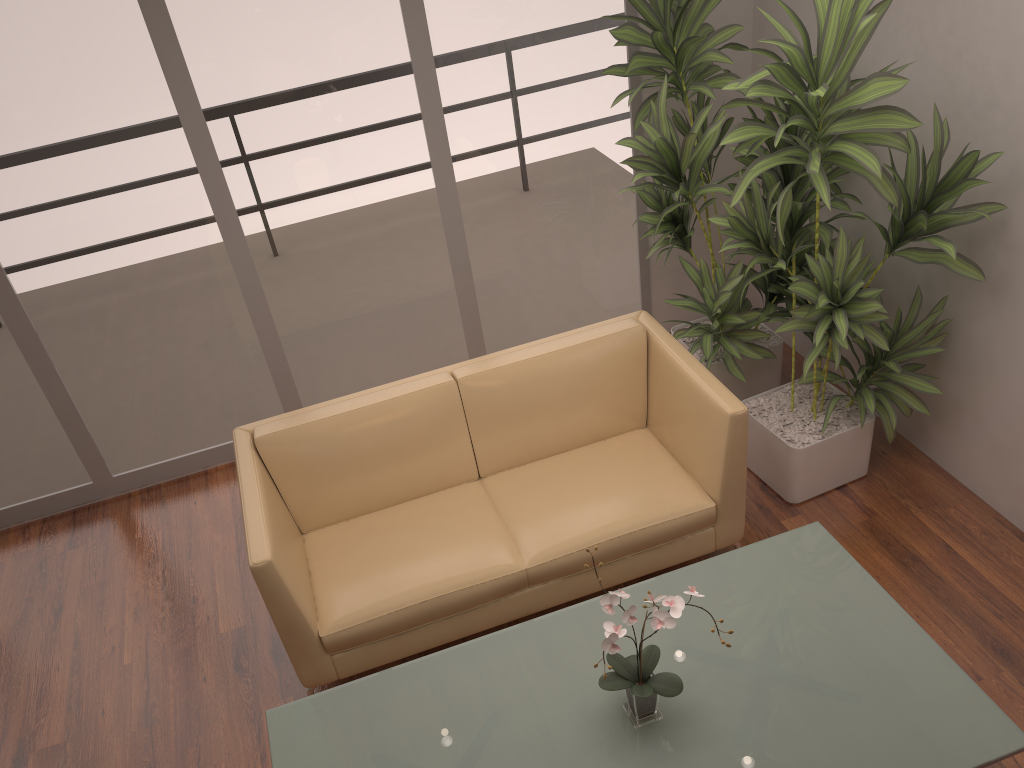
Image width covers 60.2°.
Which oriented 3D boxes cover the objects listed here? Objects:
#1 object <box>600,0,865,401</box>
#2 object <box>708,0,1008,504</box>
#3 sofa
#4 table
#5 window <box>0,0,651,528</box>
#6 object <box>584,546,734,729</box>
[{"bbox_3d":[0.995,-0.848,3.930,1.082,2.201,0.922,-6,35,4],"label":"object"},{"bbox_3d":[1.219,-0.530,3.407,0.967,2.201,1.032,-9,35,0],"label":"object"},{"bbox_3d":[-0.083,0.444,3.504,1.791,0.876,0.845,-17,35,-10],"label":"sofa"},{"bbox_3d":[0.324,1.171,2.591,1.860,0.586,0.903,-17,35,-10],"label":"table"},{"bbox_3d":[-3.259,-0.515,3.408,8.511,3.431,0.060,-16,36,-9],"label":"window"},{"bbox_3d":[0.334,0.677,2.233,0.295,0.616,0.358,-20,37,-15],"label":"object"}]
